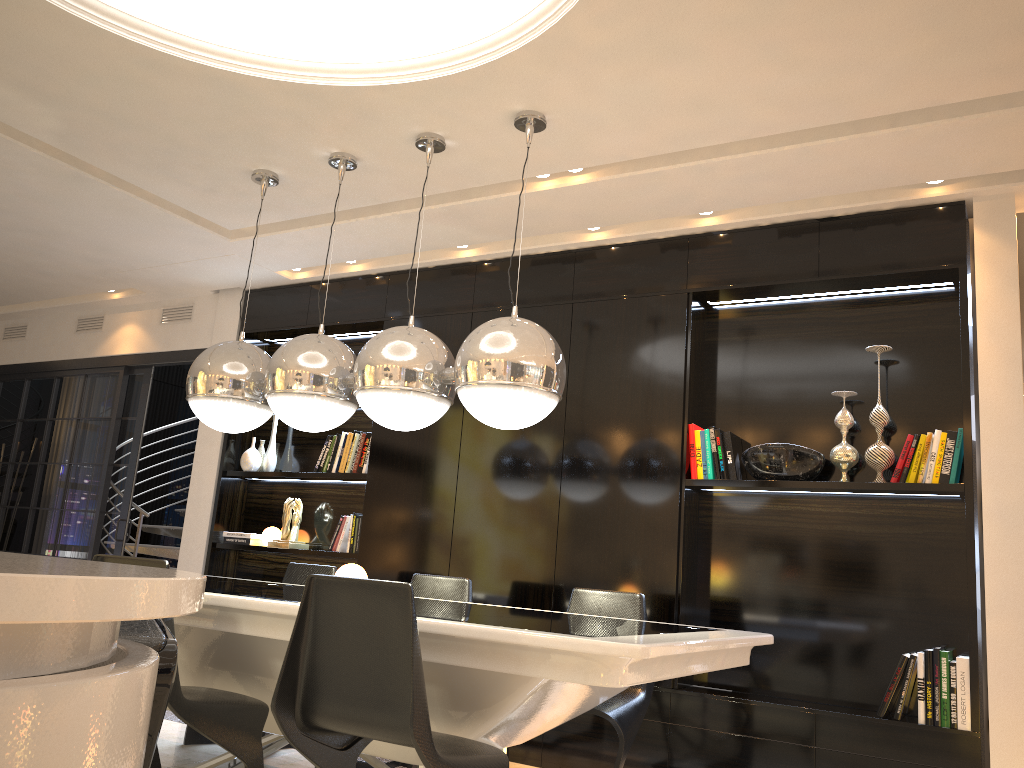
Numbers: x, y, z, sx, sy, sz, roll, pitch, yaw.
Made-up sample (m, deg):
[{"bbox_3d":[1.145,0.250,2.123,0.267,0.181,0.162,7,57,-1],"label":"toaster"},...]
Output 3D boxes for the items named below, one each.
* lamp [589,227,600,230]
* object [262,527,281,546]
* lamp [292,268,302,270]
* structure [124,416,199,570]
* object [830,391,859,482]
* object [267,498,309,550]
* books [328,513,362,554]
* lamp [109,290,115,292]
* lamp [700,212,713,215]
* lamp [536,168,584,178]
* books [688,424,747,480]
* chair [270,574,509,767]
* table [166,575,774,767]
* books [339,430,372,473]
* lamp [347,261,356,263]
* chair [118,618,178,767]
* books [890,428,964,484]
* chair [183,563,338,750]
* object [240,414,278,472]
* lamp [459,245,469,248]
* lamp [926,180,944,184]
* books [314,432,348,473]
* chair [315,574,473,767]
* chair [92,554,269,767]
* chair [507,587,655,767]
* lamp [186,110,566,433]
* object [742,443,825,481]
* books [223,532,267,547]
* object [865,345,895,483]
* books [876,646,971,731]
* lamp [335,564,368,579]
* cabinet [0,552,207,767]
[{"bbox_3d":[0.421,-0.863,4.592,0.107,0.127,0.107,2,-12,12],"label":"lamp"},{"bbox_3d":[-1.505,0.958,5.557,0.125,0.125,0.125,9,-13,-19],"label":"object"},{"bbox_3d":[-1.372,-0.787,5.634,0.107,0.127,0.107,2,-12,12],"label":"lamp"},{"bbox_3d":[-3.262,0.316,8.387,3.425,4.134,1.964,-2,-14,30],"label":"structure"},{"bbox_3d":[1.496,0.246,3.991,0.121,0.416,0.121,-1,-13,26],"label":"object"},{"bbox_3d":[-1.363,0.860,5.475,0.177,0.311,0.177,-2,-14,30],"label":"object"},{"bbox_3d":[-0.929,0.889,5.265,0.284,0.232,0.182,-3,-14,33],"label":"books"},{"bbox_3d":[-2.926,-0.738,6.457,0.107,0.127,0.107,2,-12,12],"label":"lamp"},{"bbox_3d":[0.936,-0.885,4.292,0.107,0.127,0.107,2,-12,12],"label":"lamp"},{"bbox_3d":[0.209,-1.007,3.989,0.271,0.127,0.107,-2,-14,30],"label":"lamp"},{"bbox_3d":[0.987,0.340,4.258,0.236,0.270,0.210,-2,-14,30],"label":"books"},{"bbox_3d":[-0.296,0.946,2.285,0.523,0.858,0.496,-2,-14,30],"label":"chair"},{"bbox_3d":[-0.723,1.170,3.272,3.031,0.759,1.293,-2,-14,30],"label":"table"},{"bbox_3d":[-0.880,0.425,5.360,0.252,0.261,0.212,-2,-14,30],"label":"books"},{"bbox_3d":[-0.984,-0.803,5.409,0.107,0.127,0.107,2,-12,12],"label":"lamp"},{"bbox_3d":[-0.696,0.717,1.192,0.380,0.789,0.380,10,-13,-26],"label":"chair"},{"bbox_3d":[1.781,0.321,3.792,0.290,0.238,0.189,-2,-14,29],"label":"books"},{"bbox_3d":[-1.174,1.299,4.292,0.523,0.858,0.496,-2,-14,30],"label":"chair"},{"bbox_3d":[-1.645,0.384,5.776,0.180,0.395,0.210,-3,-14,33],"label":"object"},{"bbox_3d":[-0.282,-0.833,5.001,0.107,0.127,0.107,2,-12,12],"label":"lamp"},{"bbox_3d":[1.804,-0.922,3.787,0.107,0.127,0.107,2,-12,12],"label":"lamp"},{"bbox_3d":[-1.061,0.435,5.464,0.245,0.256,0.207,-2,-14,29],"label":"books"},{"bbox_3d":[-0.477,1.269,3.886,0.523,0.858,0.496,-2,-14,30],"label":"chair"},{"bbox_3d":[-1.045,0.977,2.720,0.523,0.858,0.496,-2,-14,30],"label":"chair"},{"bbox_3d":[0.257,1.238,3.459,0.523,0.858,0.496,-2,-14,30],"label":"chair"},{"bbox_3d":[-0.588,-0.410,3.670,1.827,1.226,0.408,-2,-14,30],"label":"lamp"},{"bbox_3d":[1.243,0.373,4.077,0.375,0.177,0.193,-3,-14,31],"label":"object"},{"bbox_3d":[-1.681,0.995,5.674,0.266,0.073,0.209,-3,-14,33],"label":"books"},{"bbox_3d":[1.621,0.140,3.913,0.121,0.612,0.121,-1,-13,26],"label":"object"},{"bbox_3d":[1.677,1.218,3.606,0.345,0.296,0.222,-2,-14,30],"label":"books"},{"bbox_3d":[-0.604,0.737,3.322,0.125,0.125,0.125,6,-12,-8],"label":"lamp"},{"bbox_3d":[-2.015,0.511,0.952,3.752,0.887,1.046,-2,-14,30],"label":"cabinet"}]
